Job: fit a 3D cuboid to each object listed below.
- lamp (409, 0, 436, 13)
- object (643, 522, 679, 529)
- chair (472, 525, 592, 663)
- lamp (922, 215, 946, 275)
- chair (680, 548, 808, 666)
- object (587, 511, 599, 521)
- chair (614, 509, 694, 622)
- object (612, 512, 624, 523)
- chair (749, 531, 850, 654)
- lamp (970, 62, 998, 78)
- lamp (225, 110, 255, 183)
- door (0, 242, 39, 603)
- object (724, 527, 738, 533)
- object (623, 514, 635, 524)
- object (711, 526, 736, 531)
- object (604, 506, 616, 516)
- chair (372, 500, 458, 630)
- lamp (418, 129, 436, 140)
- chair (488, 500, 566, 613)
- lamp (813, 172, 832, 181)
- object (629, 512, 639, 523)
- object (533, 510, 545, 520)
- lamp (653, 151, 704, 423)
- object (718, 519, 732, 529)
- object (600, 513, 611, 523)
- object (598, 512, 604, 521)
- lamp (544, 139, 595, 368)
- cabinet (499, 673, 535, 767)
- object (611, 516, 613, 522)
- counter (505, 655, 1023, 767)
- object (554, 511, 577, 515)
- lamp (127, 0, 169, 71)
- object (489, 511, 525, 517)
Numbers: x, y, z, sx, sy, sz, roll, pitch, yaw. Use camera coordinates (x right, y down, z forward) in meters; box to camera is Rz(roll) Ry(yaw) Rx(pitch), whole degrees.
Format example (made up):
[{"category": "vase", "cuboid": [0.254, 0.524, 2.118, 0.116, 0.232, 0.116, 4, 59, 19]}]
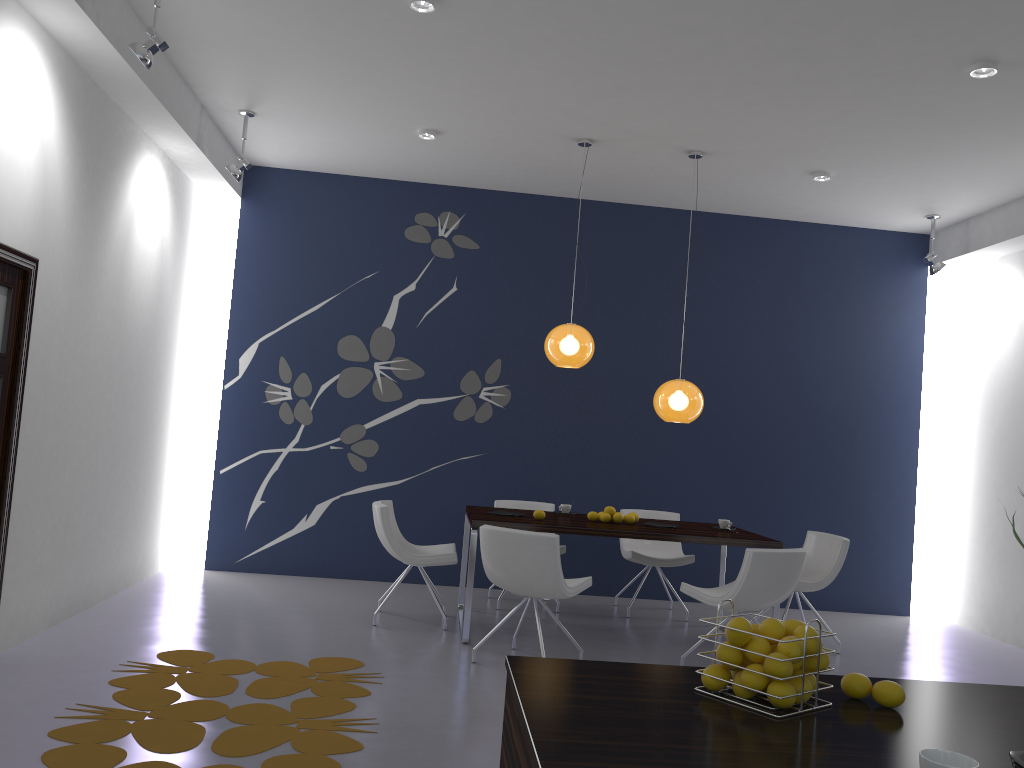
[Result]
[{"category": "lamp", "cuboid": [-0.455, -1.933, 4.506, 0.132, 0.035, 0.132, 2, -4, 38]}, {"category": "object", "cuboid": [1.049, 0.997, 6.239, 0.232, 0.020, 0.232, 3, -4, 24]}, {"category": "chair", "cuboid": [0.115, 1.254, 5.263, 0.508, 0.805, 0.620, 3, -4, 30]}, {"category": "lamp", "cuboid": [3.625, -1.182, 7.600, 0.185, 0.511, 0.150, 5, -3, -5]}, {"category": "chair", "cuboid": [1.407, 1.363, 5.357, 0.508, 0.805, 0.620, 7, -4, -35]}, {"category": "object", "cuboid": [0.573, 0.934, 6.255, 0.083, 0.068, 0.070, 5, -3, -1]}, {"category": "chair", "cuboid": [1.145, 1.452, 7.207, 0.508, 0.805, 0.620, 5, -3, -5]}, {"category": "object", "cuboid": [0.745, 0.940, 6.229, 0.076, 0.080, 0.094, 5, -3, -3]}, {"category": "chair", "cuboid": [2.067, 1.479, 6.423, 0.620, 0.805, 0.508, 5, -3, -10]}, {"category": "lamp", "cuboid": [2.525, -1.680, 4.746, 0.132, 0.035, 0.132, 2, -4, 38]}, {"category": "lamp", "cuboid": [-1.957, -1.702, 6.376, 0.185, 0.511, 0.150, 5, -3, -5]}, {"category": "door", "cuboid": [-2.595, 0.314, 3.708, 0.220, 2.061, 1.764, 5, -3, -5]}, {"category": "object", "cuboid": [1.559, 1.034, 6.296, 0.032, 0.028, 0.155, 6, -4, -24]}, {"category": "object", "cuboid": [0.830, 0.955, 6.272, 0.083, 0.068, 0.070, 5, -3, -1]}, {"category": "object", "cuboid": [1.529, 1.045, 6.405, 0.154, 0.020, 0.154, 2, -5, 41]}, {"category": "object", "cuboid": [0.692, 0.898, 6.263, 0.083, 0.068, 0.070, 5, -3, -1]}, {"category": "chair", "cuboid": [-0.696, 1.245, 6.200, 0.620, 0.805, 0.508, 5, -3, -5]}, {"category": "lamp", "cuboid": [-0.624, -1.828, 6.496, 0.132, 0.035, 0.132, 5, -3, -5]}, {"category": "chair", "cuboid": [0.112, 1.365, 7.124, 0.508, 0.805, 0.620, 5, -3, -10]}, {"category": "lamp", "cuboid": [2.356, -1.575, 6.736, 0.132, 0.035, 0.132, 1, -5, 42]}, {"category": "object", "cuboid": [0.865, 0.958, 6.350, 0.079, 0.077, 0.094, 7, -4, -31]}, {"category": "object", "cuboid": [0.186, 0.888, 6.013, 0.083, 0.068, 0.070, 5, -3, -1]}, {"category": "lamp", "cuboid": [1.264, -0.706, 6.424, 0.359, 1.974, 0.358, 5, -3, 1]}, {"category": "object", "cuboid": [1.541, 1.015, 6.403, 0.101, 0.064, 0.081, 3, -4, 21]}, {"category": "object", "cuboid": [0.654, 0.938, 6.219, 0.070, 0.068, 0.083, 7, -4, -36]}, {"category": "object", "cuboid": [0.646, 0.942, 6.304, 0.070, 0.068, 0.083, 7, -4, -36]}, {"category": "lamp", "cuboid": [0.463, -0.939, 6.366, 0.358, 1.645, 0.359, 4, -3, 6]}, {"category": "cabinet", "cuboid": [1.643, 1.124, 1.408, 3.285, 0.852, 1.377, 5, -3, -5]}, {"category": "object", "cuboid": [0.728, 0.948, 6.311, 0.081, 0.071, 0.069, 6, -4, -27]}, {"category": "counter", "cuboid": [1.659, 0.900, 1.411, 3.291, 1.300, 1.302, 5, -3, -5]}, {"category": "object", "cuboid": [0.401, 0.970, 6.649, 0.154, 0.020, 0.154, 2, -4, 40]}, {"category": "lamp", "cuboid": [-1.787, -1.807, 4.386, 0.185, 0.511, 0.150, 5, -3, -5]}, {"category": "object", "cuboid": [-0.036, 0.907, 6.184, 0.232, 0.020, 0.232, 3, -4, 24]}]
